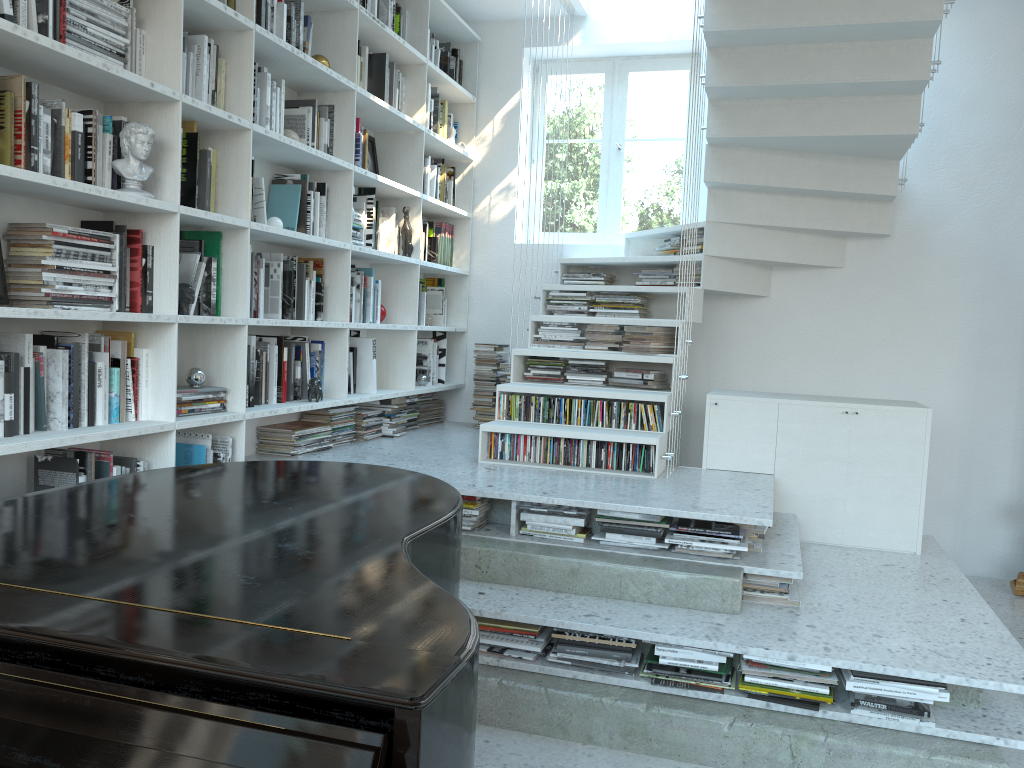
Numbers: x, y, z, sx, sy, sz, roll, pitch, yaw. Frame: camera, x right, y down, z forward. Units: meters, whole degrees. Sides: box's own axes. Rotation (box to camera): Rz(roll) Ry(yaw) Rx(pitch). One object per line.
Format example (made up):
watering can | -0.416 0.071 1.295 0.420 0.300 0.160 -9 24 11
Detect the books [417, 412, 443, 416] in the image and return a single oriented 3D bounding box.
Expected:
books | -0.602 0.181 5.647 0.207 0.008 0.327 4 4 20

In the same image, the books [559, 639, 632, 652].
books | 0.286 0.850 2.966 0.239 0.017 0.142 3 4 12

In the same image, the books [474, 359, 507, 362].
books | -0.133 -0.149 5.604 0.160 0.008 0.192 4 4 16

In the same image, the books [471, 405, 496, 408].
books | -0.151 0.138 5.631 0.132 0.007 0.255 4 4 21

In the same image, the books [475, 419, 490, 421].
books | -0.116 0.224 5.665 0.189 0.006 0.249 3 4 11

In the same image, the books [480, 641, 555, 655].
books | -0.011 0.892 3.068 0.296 0.005 0.128 4 4 18

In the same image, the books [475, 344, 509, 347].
books | -0.128 -0.241 5.597 0.159 0.011 0.228 4 4 15

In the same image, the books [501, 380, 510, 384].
books | 0.039 -0.002 5.557 0.178 0.029 0.228 3 4 11

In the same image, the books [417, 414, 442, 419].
books | -0.608 0.196 5.650 0.207 0.008 0.327 4 4 24

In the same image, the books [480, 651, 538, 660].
books | -0.013 0.907 3.063 0.236 0.008 0.147 4 4 15

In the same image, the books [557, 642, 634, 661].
books | 0.282 0.871 2.957 0.244 0.025 0.160 3 4 11

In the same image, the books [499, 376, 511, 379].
books | 0.045 -0.037 5.553 0.189 0.006 0.249 4 4 16

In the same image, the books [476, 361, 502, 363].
books | -0.136 -0.142 5.606 0.137 0.006 0.232 3 4 11

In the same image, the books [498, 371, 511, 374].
books | 0.043 -0.072 5.551 0.177 0.012 0.278 4 4 20

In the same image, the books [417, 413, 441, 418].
books | -0.608 0.188 5.649 0.205 0.007 0.367 4 4 18

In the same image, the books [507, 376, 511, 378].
books | 0.069 -0.045 5.545 0.128 0.013 0.296 4 4 14

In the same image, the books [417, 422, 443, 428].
books | -0.608 0.250 5.653 0.205 0.007 0.367 4 4 19

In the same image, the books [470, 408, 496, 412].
books | -0.129 0.158 5.665 0.186 0.009 0.261 4 4 21

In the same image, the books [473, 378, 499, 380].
books | -0.140 -0.036 5.618 0.149 0.005 0.261 4 4 14

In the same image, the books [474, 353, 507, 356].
books | -0.136 -0.190 5.603 0.150 0.014 0.206 4 4 16

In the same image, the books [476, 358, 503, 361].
books | -0.144 -0.159 5.607 0.131 0.011 0.182 4 4 14

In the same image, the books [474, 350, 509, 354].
books | -0.131 -0.204 5.601 0.155 0.014 0.235 4 4 17

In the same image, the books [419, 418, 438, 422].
books | -0.614 0.218 5.654 0.207 0.008 0.327 4 4 16

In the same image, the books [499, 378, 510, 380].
books | 0.045 -0.030 5.554 0.184 0.008 0.251 4 4 17

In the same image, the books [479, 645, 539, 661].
books | -0.017 0.900 3.048 0.254 0.008 0.160 4 4 21

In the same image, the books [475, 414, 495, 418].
books | -0.127 0.198 5.666 0.159 0.015 0.253 3 4 13

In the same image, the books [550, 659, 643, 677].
books | 0.282 0.924 2.970 0.291 0.012 0.142 4 4 20

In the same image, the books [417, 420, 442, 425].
books | -0.602 0.236 5.649 0.207 0.008 0.327 4 4 21

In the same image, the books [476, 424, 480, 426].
books | -0.117 0.255 5.667 0.142 0.010 0.297 4 4 15

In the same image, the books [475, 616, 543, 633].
books | -0.014 0.804 3.036 0.249 0.012 0.179 3 4 13

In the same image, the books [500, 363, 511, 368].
books | 0.051 -0.115 5.546 0.161 0.026 0.267 4 4 21

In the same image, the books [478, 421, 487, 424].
books | -0.118 0.242 5.666 0.138 0.017 0.237 3 4 13

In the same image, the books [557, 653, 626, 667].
books | 0.280 0.889 2.957 0.220 0.011 0.177 4 4 18

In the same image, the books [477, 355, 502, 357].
books | -0.142 -0.178 5.605 0.121 0.011 0.214 3 4 11

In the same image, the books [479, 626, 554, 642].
books | -0.011 0.837 3.053 0.297 0.009 0.155 4 4 17

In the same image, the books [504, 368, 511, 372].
books | 0.055 -0.090 5.547 0.157 0.025 0.233 3 4 12

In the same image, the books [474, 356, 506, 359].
books | -0.140 -0.168 5.605 0.144 0.009 0.227 4 4 16

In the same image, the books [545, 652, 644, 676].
books | 0.277 0.908 2.949 0.290 0.009 0.189 4 4 19

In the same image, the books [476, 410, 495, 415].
books | -0.123 0.176 5.664 0.160 0.027 0.185 4 4 18

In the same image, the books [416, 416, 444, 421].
books | -0.603 0.212 5.649 0.205 0.007 0.367 4 4 22

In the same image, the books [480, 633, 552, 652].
books | -0.016 0.861 3.043 0.287 0.013 0.182 4 4 17

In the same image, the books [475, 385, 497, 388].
books | -0.138 0.008 5.620 0.141 0.011 0.252 3 4 10

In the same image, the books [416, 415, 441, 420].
books | -0.605 0.204 5.649 0.207 0.008 0.327 4 4 19

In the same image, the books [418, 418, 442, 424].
books | -0.607 0.228 5.651 0.207 0.008 0.327 4 4 19

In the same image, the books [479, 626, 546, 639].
books | -0.012 0.828 3.049 0.241 0.009 0.169 4 4 16

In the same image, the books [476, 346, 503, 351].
books | -0.142 -0.224 5.603 0.123 0.025 0.232 3 4 13

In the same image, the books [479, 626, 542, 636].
books | -0.014 0.817 3.040 0.235 0.014 0.165 3 4 11

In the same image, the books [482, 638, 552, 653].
books | -0.010 0.885 3.069 0.269 0.009 0.132 4 4 17

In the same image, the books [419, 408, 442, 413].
books | -0.603 0.159 5.646 0.207 0.008 0.327 4 4 19

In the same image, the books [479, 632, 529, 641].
books | -0.009 0.847 3.063 0.180 0.013 0.140 4 4 17

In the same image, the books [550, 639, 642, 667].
books | 0.282 0.899 2.966 0.290 0.008 0.147 3 4 12

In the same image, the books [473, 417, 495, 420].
books | -0.124 0.211 5.666 0.165 0.011 0.285 4 4 16

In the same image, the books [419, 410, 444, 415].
books | -0.601 0.174 5.646 0.205 0.007 0.367 4 4 20

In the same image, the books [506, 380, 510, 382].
books | 0.063 -0.020 5.549 0.145 0.010 0.247 4 4 15

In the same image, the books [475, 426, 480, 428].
books | -0.120 0.268 5.669 0.147 0.008 0.290 4 4 17

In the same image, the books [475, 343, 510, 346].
books | -0.124 -0.250 5.595 0.152 0.006 0.230 4 4 21

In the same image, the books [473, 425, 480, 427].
books | -0.123 0.262 5.669 0.186 0.004 0.265 4 4 15

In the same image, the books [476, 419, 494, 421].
books | -0.126 0.218 5.667 0.163 0.004 0.272 4 4 15

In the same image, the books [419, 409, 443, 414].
books | -0.604 0.166 5.647 0.207 0.008 0.327 4 4 23
